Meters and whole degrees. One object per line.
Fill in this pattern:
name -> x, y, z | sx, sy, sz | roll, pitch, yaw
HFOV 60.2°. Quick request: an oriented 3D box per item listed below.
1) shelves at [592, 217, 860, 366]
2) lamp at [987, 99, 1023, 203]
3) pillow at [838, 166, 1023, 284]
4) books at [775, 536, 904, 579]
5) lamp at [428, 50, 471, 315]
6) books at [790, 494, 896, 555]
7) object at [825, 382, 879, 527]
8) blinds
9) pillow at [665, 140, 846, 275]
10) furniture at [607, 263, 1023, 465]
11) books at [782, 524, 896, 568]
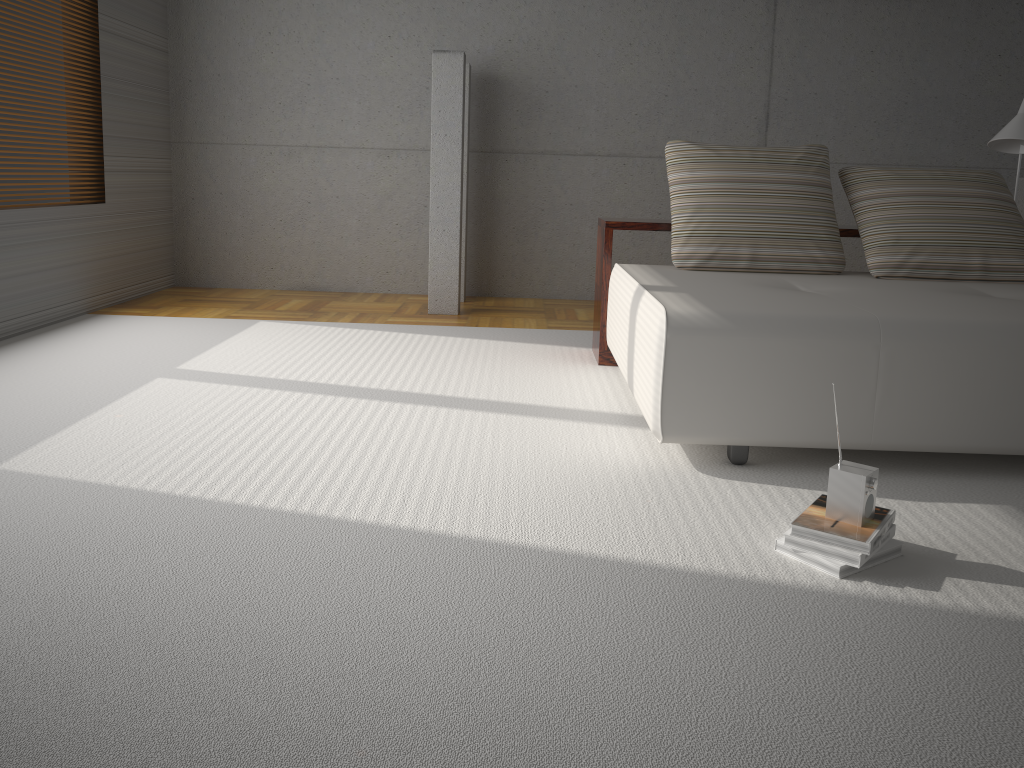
shelves -> 1.568, -0.451, 4.536 | 2.250, 0.707, 0.405 | 2, 10, 0
lamp -> 2.554, -1.114, 4.451 | 0.323, 0.691, 0.247 | -1, 10, -18
pillow -> 1.993, -0.750, 4.121 | 0.807, 0.511, 0.586 | 2, 11, 1
books -> 0.827, 0.412, 2.236 | 0.265, 0.031, 0.191 | -7, 16, -34
lamp -> -0.424, -1.374, 6.098 | 0.200, 1.670, 0.808 | 2, 10, 0
books -> 0.836, 0.349, 2.227 | 0.190, 0.031, 0.267 | 11, 16, 34
object -> 0.822, 0.165, 2.156 | 0.090, 0.362, 0.187 | 10, 13, 40
blinds -> -2.652, -1.690, 3.984 | 0.012, 2.018, 3.583 | 2, 12, 0
pillow -> 1.141, -0.839, 4.171 | 0.801, 0.602, 0.497 | 2, 11, 0
furniture -> 1.538, -0.126, 3.568 | 2.168, 0.515, 1.636 | 2, 13, 0
books -> 0.828, 0.381, 2.231 | 0.190, 0.031, 0.266 | 12, 17, 38
